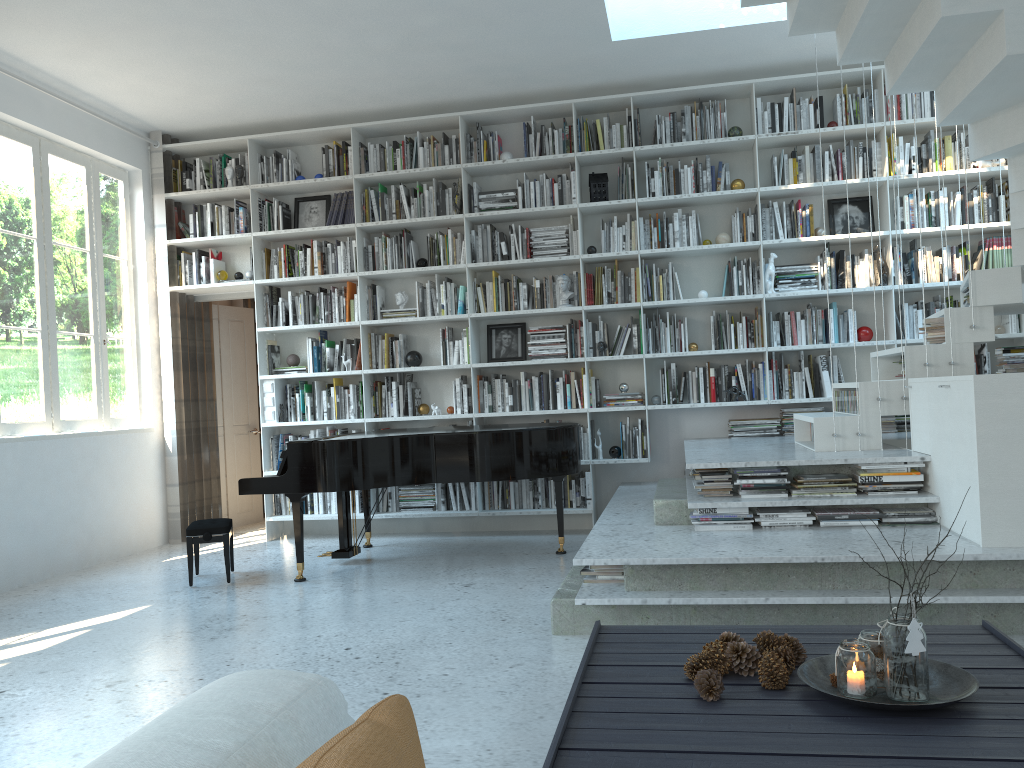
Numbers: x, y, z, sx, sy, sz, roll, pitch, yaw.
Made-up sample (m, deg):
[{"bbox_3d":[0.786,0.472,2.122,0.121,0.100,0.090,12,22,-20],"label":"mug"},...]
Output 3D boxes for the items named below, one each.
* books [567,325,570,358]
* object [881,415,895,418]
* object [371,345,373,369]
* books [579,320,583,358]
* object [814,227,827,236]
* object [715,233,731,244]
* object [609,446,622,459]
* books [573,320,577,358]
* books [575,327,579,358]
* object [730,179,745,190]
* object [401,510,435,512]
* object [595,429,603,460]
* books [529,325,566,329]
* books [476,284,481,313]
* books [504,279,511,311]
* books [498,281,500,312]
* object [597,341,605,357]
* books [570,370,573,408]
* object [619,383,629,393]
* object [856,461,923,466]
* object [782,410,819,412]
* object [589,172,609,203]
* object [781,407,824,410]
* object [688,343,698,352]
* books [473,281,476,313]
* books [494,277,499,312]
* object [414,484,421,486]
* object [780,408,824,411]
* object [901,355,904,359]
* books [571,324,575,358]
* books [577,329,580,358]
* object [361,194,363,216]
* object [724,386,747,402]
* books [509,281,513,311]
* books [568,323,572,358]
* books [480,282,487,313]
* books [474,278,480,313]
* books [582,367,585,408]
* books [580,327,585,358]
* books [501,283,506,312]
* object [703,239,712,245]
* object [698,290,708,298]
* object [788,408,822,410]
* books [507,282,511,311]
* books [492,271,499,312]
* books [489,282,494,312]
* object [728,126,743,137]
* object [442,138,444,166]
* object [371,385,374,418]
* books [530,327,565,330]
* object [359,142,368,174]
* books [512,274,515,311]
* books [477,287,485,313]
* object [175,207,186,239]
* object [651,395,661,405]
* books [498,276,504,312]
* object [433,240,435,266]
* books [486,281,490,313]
[{"bbox_3d":[0.427,-0.308,6.578,0.012,0.254,0.161,-3,0,11],"label":"books"},{"bbox_3d":[2.564,0.223,6.144,0.134,0.015,0.199,-3,-1,11],"label":"object"},{"bbox_3d":[-1.062,-0.239,6.882,0.012,0.270,0.130,-3,0,11],"label":"object"},{"bbox_3d":[0.515,-0.326,6.557,0.011,0.279,0.186,-3,0,11],"label":"books"},{"bbox_3d":[2.158,-1.054,6.217,0.091,0.092,0.091,-2,-1,-30],"label":"object"},{"bbox_3d":[1.517,-1.030,6.366,0.111,0.113,0.111,-3,-1,-12],"label":"object"},{"bbox_3d":[0.748,0.493,6.408,0.093,0.095,0.093,-2,-1,-30],"label":"object"},{"bbox_3d":[0.474,-0.328,6.577,0.011,0.288,0.152,-3,0,11],"label":"books"},{"bbox_3d":[0.488,-0.300,6.582,0.013,0.232,0.134,-3,0,11],"label":"books"},{"bbox_3d":[1.595,-1.398,6.266,0.100,0.102,0.100,-3,-1,-12],"label":"object"},{"bbox_3d":[-0.702,0.964,6.801,0.254,0.007,0.161,-3,-1,14],"label":"object"},{"bbox_3d":[0.627,0.433,6.407,0.053,0.224,0.046,-3,0,23],"label":"object"},{"bbox_3d":[0.269,-0.421,6.609,0.254,0.012,0.161,-3,-1,15],"label":"books"},{"bbox_3d":[-0.246,-0.632,6.722,0.011,0.235,0.142,-3,0,11],"label":"books"},{"bbox_3d":[-0.026,-0.655,6.682,0.028,0.259,0.134,-3,0,11],"label":"books"},{"bbox_3d":[-0.080,-0.645,6.681,0.010,0.244,0.149,-3,0,11],"label":"books"},{"bbox_3d":[0.642,-0.251,6.378,0.054,0.113,0.079,-3,0,9],"label":"object"},{"bbox_3d":[0.449,0.042,6.595,0.010,0.284,0.132,-3,0,11],"label":"books"},{"bbox_3d":[0.808,0.027,6.408,0.071,0.072,0.071,-2,-1,-30],"label":"object"},{"bbox_3d":[1.783,0.363,4.228,0.284,0.030,0.177,-3,-1,11],"label":"object"},{"bbox_3d":[2.053,0.188,6.284,0.254,0.006,0.161,-3,-1,11],"label":"object"},{"bbox_3d":[0.633,-1.421,6.463,0.135,0.248,0.135,-3,0,1],"label":"object"},{"bbox_3d":[2.051,0.172,6.273,0.285,0.005,0.159,-3,-1,16],"label":"object"},{"bbox_3d":[1.307,-0.263,6.398,0.071,0.072,0.071,-2,-1,-30],"label":"object"},{"bbox_3d":[-0.270,-0.640,6.718,0.012,0.254,0.161,-3,0,11],"label":"books"},{"bbox_3d":[-0.099,-0.656,6.651,0.015,0.266,0.189,-3,0,11],"label":"books"},{"bbox_3d":[-0.723,0.733,6.768,0.086,0.087,0.086,-3,-1,-12],"label":"object"},{"bbox_3d":[2.053,0.183,6.285,0.285,0.005,0.159,-3,-1,11],"label":"object"},{"bbox_3d":[2.380,-0.163,5.196,0.161,0.025,0.174,-3,-1,15],"label":"object"},{"bbox_3d":[0.463,-0.311,6.580,0.013,0.256,0.162,-3,0,11],"label":"books"},{"bbox_3d":[0.504,-0.294,6.577,0.021,0.217,0.132,-3,0,11],"label":"books"},{"bbox_3d":[-1.128,-1.332,6.877,0.012,0.254,0.161,-3,0,11],"label":"object"},{"bbox_3d":[1.557,0.069,6.197,0.160,0.114,0.064,-3,0,-2],"label":"object"},{"bbox_3d":[0.010,-0.646,6.662,0.025,0.236,0.137,-3,0,11],"label":"books"},{"bbox_3d":[0.438,-0.312,6.574,0.011,0.260,0.184,-3,0,11],"label":"books"},{"bbox_3d":[-0.199,-0.638,6.699,0.042,0.242,0.162,-3,0,11],"label":"books"},{"bbox_3d":[-0.257,-0.655,6.725,0.010,0.282,0.140,-3,0,11],"label":"books"},{"bbox_3d":[0.536,0.029,6.569,0.011,0.300,0.149,-3,0,11],"label":"books"},{"bbox_3d":[0.536,-0.302,6.543,0.034,0.229,0.199,-3,-1,11],"label":"books"},{"bbox_3d":[-0.052,-0.639,6.681,0.024,0.228,0.147,-3,0,11],"label":"books"},{"bbox_3d":[1.401,-1.003,6.364,0.068,0.068,0.068,-3,-1,-12],"label":"object"},{"bbox_3d":[1.368,-0.635,6.349,0.071,0.072,0.071,-2,-1,-30],"label":"object"},{"bbox_3d":[2.052,0.177,6.282,0.254,0.006,0.161,-3,-1,12],"label":"object"},{"bbox_3d":[-0.010,-0.641,6.658,0.012,0.228,0.169,-3,-1,11],"label":"books"},{"bbox_3d":[-0.114,-0.681,6.655,0.014,0.317,0.188,-3,0,11],"label":"books"},{"bbox_3d":[-0.138,-0.640,6.691,0.029,0.240,0.155,-3,0,11],"label":"books"},{"bbox_3d":[1.576,-1.766,6.262,0.104,0.105,0.104,-2,-1,-30],"label":"object"},{"bbox_3d":[-0.504,-1.728,6.755,0.010,0.246,0.157,-3,0,11],"label":"object"},{"bbox_3d":[-1.057,0.135,6.871,0.012,0.254,0.161,-3,0,11],"label":"object"},{"bbox_3d":[0.270,-0.409,6.611,0.254,0.012,0.161,-3,-1,8],"label":"books"},{"bbox_3d":[-1.147,-1.714,6.879,0.012,0.285,0.159,-3,0,11],"label":"object"},{"bbox_3d":[0.026,-0.670,6.652,0.013,0.283,0.176,-3,0,11],"label":"books"},{"bbox_3d":[-0.219,-0.620,6.691,0.053,0.208,0.156,-3,-1,11],"label":"books"},{"bbox_3d":[-2.680,-1.273,7.154,0.035,0.295,0.176,-3,0,11],"label":"object"},{"bbox_3d":[1.048,0.117,6.444,0.071,0.072,0.071,-2,-1,-30],"label":"object"},{"bbox_3d":[-0.074,-0.664,6.662,0.010,0.281,0.170,-3,0,11],"label":"books"},{"bbox_3d":[-0.576,-0.980,6.781,0.010,0.225,0.142,-3,0,11],"label":"object"},{"bbox_3d":[-0.164,-0.642,6.702,0.026,0.248,0.139,-3,0,11],"label":"books"}]
